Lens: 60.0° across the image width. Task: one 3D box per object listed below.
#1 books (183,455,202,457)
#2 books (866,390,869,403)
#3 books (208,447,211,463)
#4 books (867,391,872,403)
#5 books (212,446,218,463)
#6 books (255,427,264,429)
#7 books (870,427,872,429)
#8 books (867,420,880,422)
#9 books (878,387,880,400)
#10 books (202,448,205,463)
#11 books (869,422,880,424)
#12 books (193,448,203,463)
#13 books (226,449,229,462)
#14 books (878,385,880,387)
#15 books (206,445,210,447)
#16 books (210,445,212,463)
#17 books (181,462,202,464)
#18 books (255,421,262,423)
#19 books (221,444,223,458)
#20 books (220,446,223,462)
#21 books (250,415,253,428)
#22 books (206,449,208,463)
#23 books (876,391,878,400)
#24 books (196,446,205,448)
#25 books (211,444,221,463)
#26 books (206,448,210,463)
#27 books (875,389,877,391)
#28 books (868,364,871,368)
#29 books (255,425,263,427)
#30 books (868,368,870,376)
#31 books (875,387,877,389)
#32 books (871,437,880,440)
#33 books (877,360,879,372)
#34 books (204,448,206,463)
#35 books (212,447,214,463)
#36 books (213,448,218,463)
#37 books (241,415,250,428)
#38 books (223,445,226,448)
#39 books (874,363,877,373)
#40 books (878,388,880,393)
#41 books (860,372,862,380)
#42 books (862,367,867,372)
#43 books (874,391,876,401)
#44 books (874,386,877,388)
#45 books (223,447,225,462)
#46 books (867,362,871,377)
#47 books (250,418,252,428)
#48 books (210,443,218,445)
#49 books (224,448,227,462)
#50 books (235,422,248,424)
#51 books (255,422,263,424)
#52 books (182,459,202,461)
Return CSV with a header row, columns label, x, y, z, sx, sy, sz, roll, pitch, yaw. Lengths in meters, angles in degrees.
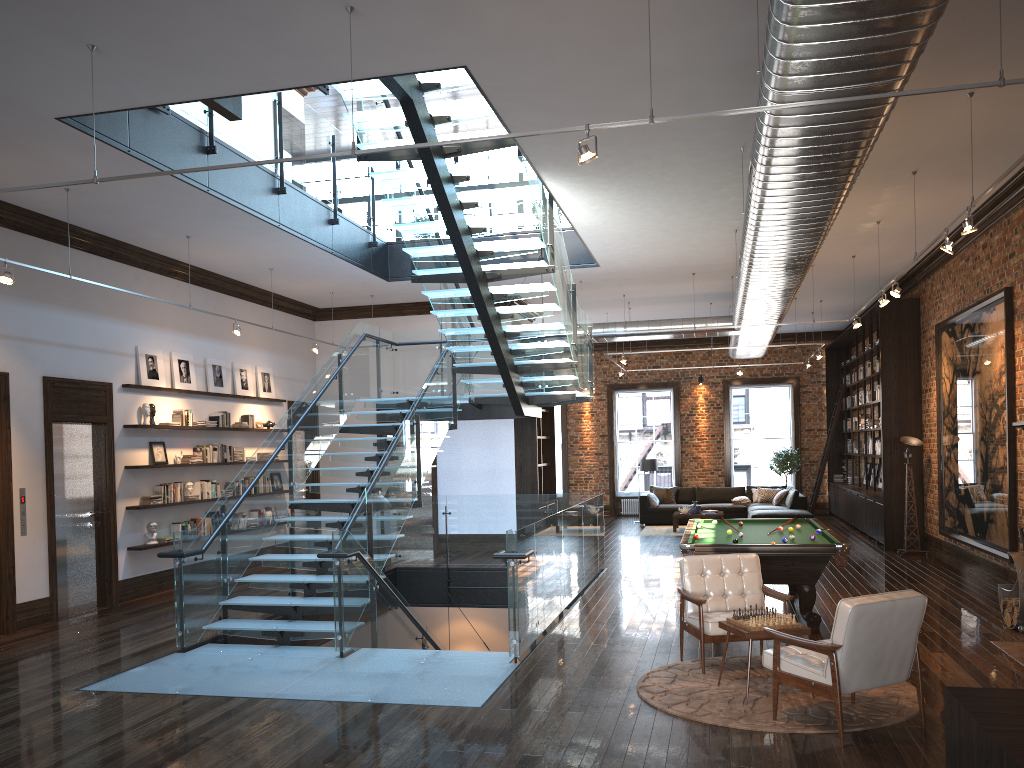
label,x,y,z,sx,sy,sz,roll,pitch,yaw
books,-4.410,0.992,12.201,0.141,0.011,0.287,-3,-4,15
books,7.226,0.259,17.826,0.190,0.284,0.013,-2,1,13
books,-4.329,1.002,12.512,0.159,0.223,0.006,-2,1,13
books,7.119,0.255,17.387,0.272,0.241,0.083,-2,0,13
books,-4.287,1.010,12.706,0.151,0.236,0.026,-2,1,13
books,-4.017,0.687,13.907,0.143,0.028,0.235,-2,-4,13
books,7.104,0.849,17.260,0.205,0.035,0.267,-2,-4,14
books,7.153,0.727,17.503,0.243,0.015,0.165,-3,-4,16
books,6.976,0.191,16.696,0.166,0.269,0.011,-2,1,13
books,-4.356,0.998,12.373,0.153,0.212,0.005,-2,1,13
books,7.149,0.770,17.482,0.199,0.015,0.134,-2,-4,13
books,-4.378,0.997,12.356,0.142,0.213,0.005,-2,1,13
books,-4.221,1.052,12.994,0.130,0.191,0.024,-2,1,13
books,6.979,0.172,16.709,0.152,0.307,0.016,-2,1,13
books,-4.330,0.990,12.518,0.146,0.248,0.006,-2,1,13
books,-4.323,0.990,12.533,0.168,0.251,0.022,-2,1,13
books,-4.408,1.088,12.202,0.141,0.011,0.287,-3,-4,15
books,-4.025,0.597,13.877,0.135,0.014,0.216,-2,-4,13
books,-4.257,1.004,12.841,0.158,0.265,0.011,-2,1,13
books,-4.258,1.016,12.794,0.163,0.235,0.025,-2,1,13
books,-4.070,0.581,13.668,0.161,0.208,0.012,-2,1,13
books,-4.335,1.012,12.423,0.160,0.191,0.006,-2,1,13
books,6.978,0.225,16.747,0.181,0.208,0.030,-2,1,13
books,-4.365,0.990,12.422,0.132,0.236,0.009,-2,1,13
books,-4.274,1.000,12.757,0.158,0.262,0.026,-2,1,13
books,-4.323,1.003,12.469,0.167,0.215,0.013,-2,1,13
books,7.009,0.218,16.905,0.186,0.244,0.079,-2,0,13
books,7.155,-0.257,17.568,0.180,0.270,0.011,-2,1,13
books,-4.016,0.658,13.901,0.154,0.028,0.191,-2,-4,8
books,7.141,-0.225,17.538,0.193,0.202,0.027,-2,1,13
books,7.024,0.204,16.949,0.179,0.275,0.098,-2,0,13
books,7.220,1.222,17.607,0.183,0.336,0.015,-2,1,13
books,6.907,-0.322,16.516,0.185,0.258,0.032,-2,1,13
books,-4.344,1.001,12.389,0.157,0.209,0.005,-2,1,13
books,-4.309,1.007,12.599,0.137,0.227,0.022,-2,1,13
books,-4.280,1.018,12.637,0.184,0.209,0.064,-2,0,13
books,-4.091,0.580,13.601,0.135,0.200,0.011,-2,1,13
books,-4.232,1.020,12.972,0.115,0.252,0.022,-1,1,13
books,7.069,-0.276,17.178,0.191,0.255,0.061,-2,0,13
books,6.958,0.200,16.627,0.160,0.241,0.031,-2,1,13
books,7.375,-0.158,18.527,0.187,0.200,0.030,-2,0,13
books,7.340,-0.216,18.328,0.176,0.289,0.030,-2,1,13
books,7.003,0.233,16.875,0.224,0.209,0.064,-2,0,13
books,7.155,0.208,17.440,0.155,0.334,0.014,-1,1,13
books,-4.247,1.029,12.877,0.152,0.221,0.014,-2,1,13
books,7.193,-0.276,17.707,0.186,0.329,0.069,-2,0,13
books,-4.076,0.599,13.623,0.162,0.165,0.013,-2,1,13
books,-4.286,0.995,12.780,0.118,0.276,0.014,-1,1,13
books,-4.231,1.038,12.927,0.136,0.209,0.066,-2,0,13
books,-4.122,0.593,13.499,0.116,0.021,0.192,-2,-4,8
books,-4.024,0.620,13.896,0.143,0.028,0.219,-3,-4,18
books,-4.407,1.046,12.202,0.142,0.011,0.256,-3,-4,16
